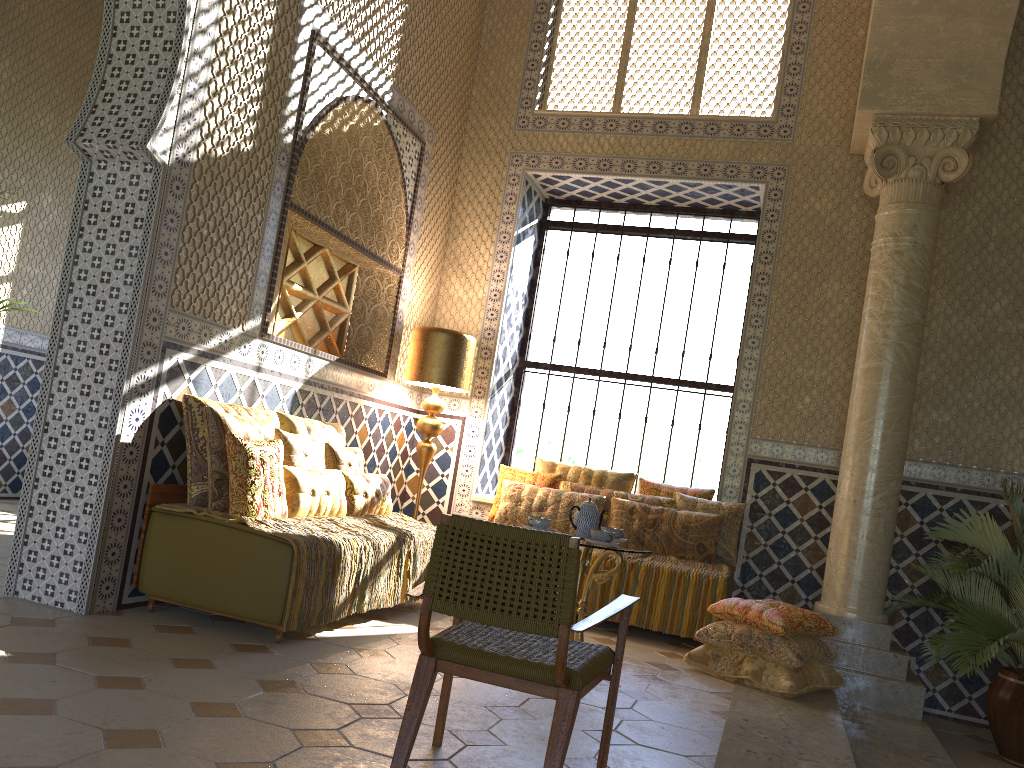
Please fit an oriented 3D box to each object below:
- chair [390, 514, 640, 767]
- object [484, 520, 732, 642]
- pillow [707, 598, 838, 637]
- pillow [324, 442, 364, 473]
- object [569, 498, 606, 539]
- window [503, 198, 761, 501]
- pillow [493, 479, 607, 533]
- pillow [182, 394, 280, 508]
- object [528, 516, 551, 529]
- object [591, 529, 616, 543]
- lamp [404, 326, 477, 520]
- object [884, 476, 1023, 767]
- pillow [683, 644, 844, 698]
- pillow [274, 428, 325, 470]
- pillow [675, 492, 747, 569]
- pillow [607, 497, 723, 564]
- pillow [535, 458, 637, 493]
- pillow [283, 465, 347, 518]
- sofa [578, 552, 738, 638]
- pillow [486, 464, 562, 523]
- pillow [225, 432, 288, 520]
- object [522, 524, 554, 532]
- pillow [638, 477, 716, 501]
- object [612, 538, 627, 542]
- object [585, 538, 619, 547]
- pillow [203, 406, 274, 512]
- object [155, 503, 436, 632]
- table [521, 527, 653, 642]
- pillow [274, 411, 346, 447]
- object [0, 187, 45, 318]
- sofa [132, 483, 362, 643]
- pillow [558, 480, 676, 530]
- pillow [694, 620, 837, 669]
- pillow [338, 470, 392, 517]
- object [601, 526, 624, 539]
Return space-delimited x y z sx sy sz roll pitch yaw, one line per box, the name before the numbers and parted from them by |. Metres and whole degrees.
chair | 0.000 1.227 4.023 0.948 1.206 0.911 8 -3 18
object | 0.791 1.991 9.277 2.879 0.716 1.321 7 -5 18
pillow | 2.202 1.991 7.499 0.752 0.310 0.802 13 -6 -38
pillow | -1.553 0.892 8.224 0.312 0.636 0.685 8 -4 18
object | 0.579 1.042 6.877 0.272 0.323 0.200 9 -3 7
window | -1.302 -0.675 11.637 8.467 3.982 0.576 8 -2 14
pillow | 0.390 1.383 9.547 1.189 0.545 0.330 8 -3 18
pillow | -2.183 0.575 7.050 0.421 0.830 1.199 8 -4 18
object | 0.212 1.099 6.944 0.183 0.100 0.183 9 -5 -1
object | 0.664 1.130 6.505 0.182 0.100 0.184 8 -5 14
lamp | -0.969 0.805 9.881 0.738 2.807 0.737 10 -2 -13
object | 4.679 2.026 7.531 2.640 2.496 2.172 9 -3 4
pillow | 2.145 2.398 7.501 0.988 0.367 1.049 5 -7 43
pillow | -1.782 0.754 7.459 0.340 0.691 0.745 8 -4 18
pillow | 2.026 1.533 9.284 0.739 0.692 0.342 8 -3 18
pillow | 1.547 1.533 9.179 1.189 0.545 0.330 8 -3 18
pillow | 0.737 1.310 9.929 1.189 0.830 0.424 8 -3 18
pillow | -1.636 0.922 7.309 0.270 0.449 0.988 8 -5 18
sofa | 0.845 2.013 9.325 2.843 0.935 1.280 8 -4 18
pillow | 0.132 1.286 9.886 0.739 0.692 0.342 8 -3 18
pillow | -1.875 0.716 6.556 0.344 0.650 0.688 8 -4 17
object | 0.206 1.136 6.943 0.256 0.032 0.256 9 -5 -3
pillow | 1.727 1.473 9.672 0.853 0.799 0.395 8 -3 18
object | 0.797 1.247 7.123 0.256 0.032 0.256 9 -5 -3
object | 0.657 1.167 6.503 0.255 0.032 0.257 8 -5 14
pillow | -2.065 0.610 6.775 0.382 0.778 0.838 8 -4 18
object | -1.599 1.437 7.435 1.311 0.716 2.902 8 -5 18
table | 0.462 1.677 6.816 1.107 0.978 1.097 13 -5 -43
pillow | -1.835 0.736 8.190 0.421 0.830 1.199 8 -4 18
object | -6.104 -0.499 8.639 2.251 3.545 2.768 8 -4 21
sofa | -1.655 1.440 7.465 1.270 0.935 2.865 8 -5 18
pillow | 1.073 1.437 9.563 1.338 0.614 0.372 8 -3 18
pillow | 2.156 2.195 7.505 0.929 0.346 0.886 5 -6 38
pillow | -1.363 1.049 8.201 0.270 0.449 0.988 8 -5 18
object | 0.803 1.210 7.124 0.183 0.100 0.184 9 -5 7
